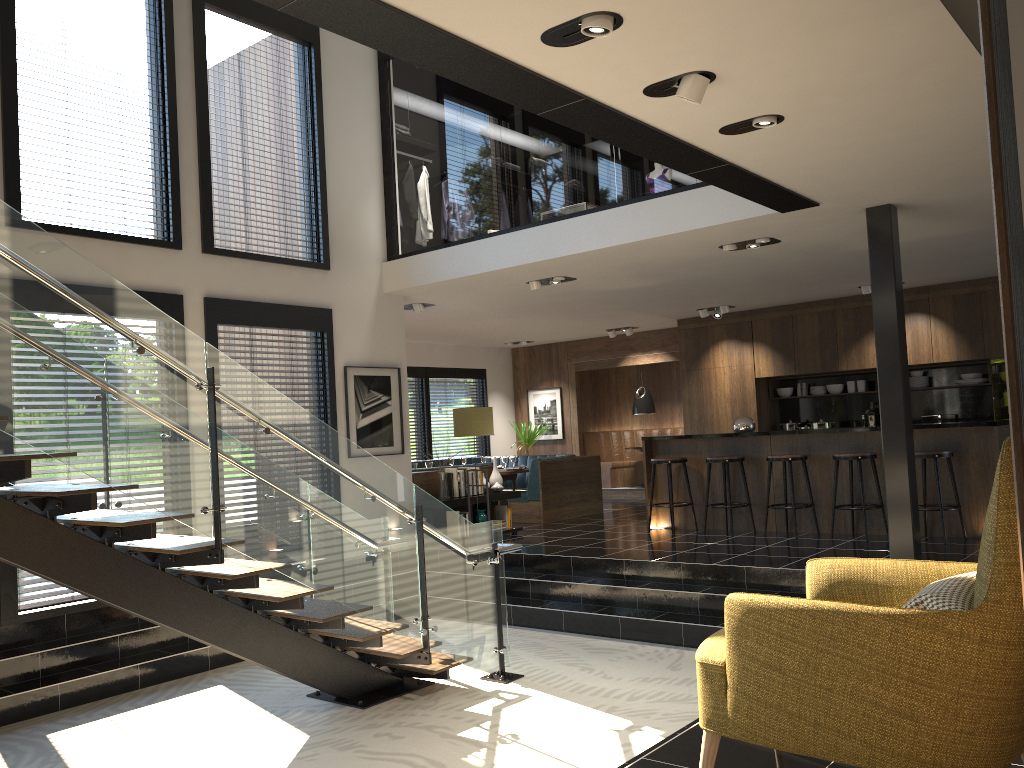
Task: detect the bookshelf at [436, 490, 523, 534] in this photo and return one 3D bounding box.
[{"bbox_3d":[-0.433,1.482,9.806,0.356,0.500,1.304,-5,-4,39],"label":"bookshelf"}]

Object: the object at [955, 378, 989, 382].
[{"bbox_3d":[5.781,-0.036,11.131,0.438,0.039,0.438,-2,-3,-15],"label":"object"}]

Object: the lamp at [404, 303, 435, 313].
[{"bbox_3d":[-1.156,-0.934,10.364,0.502,0.248,0.349,-5,-4,39],"label":"lamp"}]

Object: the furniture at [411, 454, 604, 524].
[{"bbox_3d":[-0.209,1.444,12.432,2.611,0.822,1.365,-6,-4,39],"label":"furniture"}]

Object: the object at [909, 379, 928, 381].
[{"bbox_3d":[5.305,-0.042,11.605,0.269,0.024,0.269,-2,-3,-13],"label":"object"}]

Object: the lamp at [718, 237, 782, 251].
[{"bbox_3d":[2.072,-1.276,7.745,0.502,0.194,0.349,-5,-4,39],"label":"lamp"}]

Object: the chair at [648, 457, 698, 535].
[{"bbox_3d":[1.721,1.203,9.607,0.412,0.799,0.413,-1,-3,-42],"label":"chair"}]

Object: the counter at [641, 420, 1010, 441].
[{"bbox_3d":[3.055,0.483,9.097,3.575,0.041,0.698,-6,-4,39],"label":"counter"}]

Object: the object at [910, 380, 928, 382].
[{"bbox_3d":[5.306,-0.024,11.604,0.269,0.024,0.269,-2,-3,-13],"label":"object"}]

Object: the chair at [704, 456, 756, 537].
[{"bbox_3d":[2.233,1.153,9.192,0.412,0.799,0.413,-1,-3,-42],"label":"chair"}]

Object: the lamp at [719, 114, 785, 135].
[{"bbox_3d":[1.240,-1.403,4.612,0.347,0.158,0.195,-5,-4,39],"label":"lamp"}]

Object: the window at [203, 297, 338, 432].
[{"bbox_3d":[-2.273,0.502,8.234,0.358,2.474,1.393,-5,-3,39],"label":"window"}]

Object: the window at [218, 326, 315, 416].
[{"bbox_3d":[-2.323,0.508,8.284,0.005,2.296,1.221,-5,-3,39],"label":"window"}]

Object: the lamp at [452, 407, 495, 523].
[{"bbox_3d":[-0.469,0.978,9.321,0.637,1.444,0.437,-2,-3,-25],"label":"lamp"}]

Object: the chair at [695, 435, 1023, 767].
[{"bbox_3d":[1.083,0.702,2.620,1.031,1.097,0.807,-5,-3,38],"label":"chair"}]

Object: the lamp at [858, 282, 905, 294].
[{"bbox_3d":[4.438,-1.200,10.658,0.502,0.280,0.349,-5,-4,39],"label":"lamp"}]

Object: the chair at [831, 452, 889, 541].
[{"bbox_3d":[3.256,1.053,8.362,0.412,0.799,0.413,-1,-3,-42],"label":"chair"}]

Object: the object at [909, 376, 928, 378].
[{"bbox_3d":[5.303,-0.078,11.606,0.269,0.024,0.269,-2,-3,-13],"label":"object"}]

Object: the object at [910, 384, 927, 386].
[{"bbox_3d":[5.308,0.020,11.602,0.269,0.024,0.269,-2,-3,-13],"label":"object"}]

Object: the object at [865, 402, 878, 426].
[{"bbox_3d":[4.854,0.472,11.989,0.133,0.451,0.116,-5,-3,39],"label":"object"}]

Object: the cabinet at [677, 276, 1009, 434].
[{"bbox_3d":[5.447,0.138,11.188,6.897,2.688,0.869,-5,-3,39],"label":"cabinet"}]

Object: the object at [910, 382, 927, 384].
[{"bbox_3d":[5.306,-0.007,11.603,0.269,0.024,0.269,-2,-3,-13],"label":"object"}]

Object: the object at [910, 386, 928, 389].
[{"bbox_3d":[5.309,0.048,11.601,0.269,0.024,0.269,-2,-3,-13],"label":"object"}]

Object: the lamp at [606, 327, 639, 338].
[{"bbox_3d":[1.730,-0.877,13.923,0.502,0.280,0.349,-5,-4,39],"label":"lamp"}]

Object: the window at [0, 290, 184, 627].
[{"bbox_3d":[-3.310,0.488,6.956,0.358,2.474,1.498,-5,-3,39],"label":"window"}]

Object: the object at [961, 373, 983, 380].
[{"bbox_3d":[5.778,-0.084,11.135,0.254,0.088,0.254,-2,-3,-26],"label":"object"}]

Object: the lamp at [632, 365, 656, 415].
[{"bbox_3d":[2.166,0.020,14.721,0.389,0.973,0.389,-3,-2,-8],"label":"lamp"}]

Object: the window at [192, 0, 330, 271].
[{"bbox_3d":[-2.425,-2.345,8.350,0.358,2.474,1.393,-5,-3,39],"label":"window"}]

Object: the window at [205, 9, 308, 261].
[{"bbox_3d":[-2.475,-2.339,8.401,0.005,2.296,1.221,-5,-3,39],"label":"window"}]

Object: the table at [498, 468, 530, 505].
[{"bbox_3d":[-0.383,1.523,12.223,1.539,0.660,0.822,-5,-4,39],"label":"table"}]

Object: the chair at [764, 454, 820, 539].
[{"bbox_3d":[2.744,1.103,8.777,0.412,0.799,0.413,-1,-3,-42],"label":"chair"}]

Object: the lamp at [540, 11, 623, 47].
[{"bbox_3d":[0.264,-1.407,3.408,0.347,0.177,0.195,-5,-4,39],"label":"lamp"}]

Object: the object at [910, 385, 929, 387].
[{"bbox_3d":[5.309,0.040,11.601,0.269,0.024,0.269,-2,-3,-13],"label":"object"}]

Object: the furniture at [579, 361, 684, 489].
[{"bbox_3d":[2.483,0.559,15.080,2.640,2.334,1.174,-5,-3,38],"label":"furniture"}]

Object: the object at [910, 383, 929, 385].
[{"bbox_3d":[5.308,0.013,11.602,0.269,0.024,0.269,-2,-3,-13],"label":"object"}]

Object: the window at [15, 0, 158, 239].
[{"bbox_3d":[-3.474,-2.353,7.170,0.005,2.296,1.221,-5,-3,39],"label":"window"}]

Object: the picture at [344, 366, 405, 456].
[{"bbox_3d":[-1.399,0.280,9.056,0.028,0.911,0.748,-5,-3,39],"label":"picture"}]

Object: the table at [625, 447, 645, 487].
[{"bbox_3d":[2.237,1.366,14.683,0.702,0.643,0.702,-4,-3,14],"label":"table"}]

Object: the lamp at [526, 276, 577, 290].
[{"bbox_3d":[0.400,-1.094,9.101,0.502,0.231,0.349,-5,-4,39],"label":"lamp"}]

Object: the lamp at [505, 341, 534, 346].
[{"bbox_3d":[0.122,-0.754,15.228,0.502,0.213,0.349,-5,-4,39],"label":"lamp"}]

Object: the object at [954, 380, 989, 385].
[{"bbox_3d":[5.783,-0.009,11.130,0.438,0.039,0.438,-2,-3,-15],"label":"object"}]

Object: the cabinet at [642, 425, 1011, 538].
[{"bbox_3d":[3.084,1.000,9.074,3.566,0.993,0.698,-6,-4,39],"label":"cabinet"}]

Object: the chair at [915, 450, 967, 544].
[{"bbox_3d":[3.767,1.003,7.947,0.412,0.799,0.413,-1,-3,-42],"label":"chair"}]

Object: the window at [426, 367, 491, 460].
[{"bbox_3d":[-0.986,0.886,15.082,0.312,2.372,1.505,-5,-3,39],"label":"window"}]

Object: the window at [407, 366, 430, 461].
[{"bbox_3d":[-1.933,0.873,13.914,0.312,2.372,1.505,-5,-3,39],"label":"window"}]

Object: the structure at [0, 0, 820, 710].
[{"bbox_3d":[-1.132,-0.017,4.413,3.449,4.865,7.280,-5,-4,38],"label":"structure"}]

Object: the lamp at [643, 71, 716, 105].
[{"bbox_3d":[0.753,-1.365,4.008,0.347,0.247,0.195,-5,-4,39],"label":"lamp"}]

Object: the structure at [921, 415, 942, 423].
[{"bbox_3d":[5.271,0.515,11.158,0.243,0.231,0.173,-5,-3,39],"label":"structure"}]

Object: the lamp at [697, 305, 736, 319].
[{"bbox_3d":[2.766,-1.030,12.015,0.502,0.294,0.349,-5,-4,39],"label":"lamp"}]

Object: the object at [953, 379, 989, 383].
[{"bbox_3d":[5.782,-0.022,11.130,0.438,0.039,0.438,-2,-3,-15],"label":"object"}]

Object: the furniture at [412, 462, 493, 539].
[{"bbox_3d":[-1.604,1.428,10.777,2.611,0.822,1.365,-6,-4,39],"label":"furniture"}]

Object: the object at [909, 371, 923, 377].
[{"bbox_3d":[5.298,-0.121,11.609,0.168,0.087,0.168,-1,-3,-31],"label":"object"}]

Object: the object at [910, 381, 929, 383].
[{"bbox_3d":[5.306,-0.015,11.604,0.269,0.024,0.269,-2,-3,-13],"label":"object"}]

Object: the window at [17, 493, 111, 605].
[{"bbox_3d":[-3.359,0.493,7.007,0.005,2.296,1.313,-5,-3,39],"label":"window"}]

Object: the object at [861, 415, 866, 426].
[{"bbox_3d":[4.778,0.561,12.045,0.057,0.287,0.058,-1,-3,-38],"label":"object"}]

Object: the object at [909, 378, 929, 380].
[{"bbox_3d":[5.304,-0.051,11.605,0.269,0.024,0.269,-2,-3,-13],"label":"object"}]

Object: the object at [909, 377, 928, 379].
[{"bbox_3d":[5.303,-0.069,11.606,0.269,0.024,0.269,-2,-3,-13],"label":"object"}]

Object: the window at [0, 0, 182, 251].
[{"bbox_3d":[-3.424,-2.358,7.119,0.358,2.474,1.393,-5,-3,39],"label":"window"}]

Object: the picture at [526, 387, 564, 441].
[{"bbox_3d":[0.582,0.536,15.665,0.749,0.911,0.028,-5,-3,39],"label":"picture"}]
